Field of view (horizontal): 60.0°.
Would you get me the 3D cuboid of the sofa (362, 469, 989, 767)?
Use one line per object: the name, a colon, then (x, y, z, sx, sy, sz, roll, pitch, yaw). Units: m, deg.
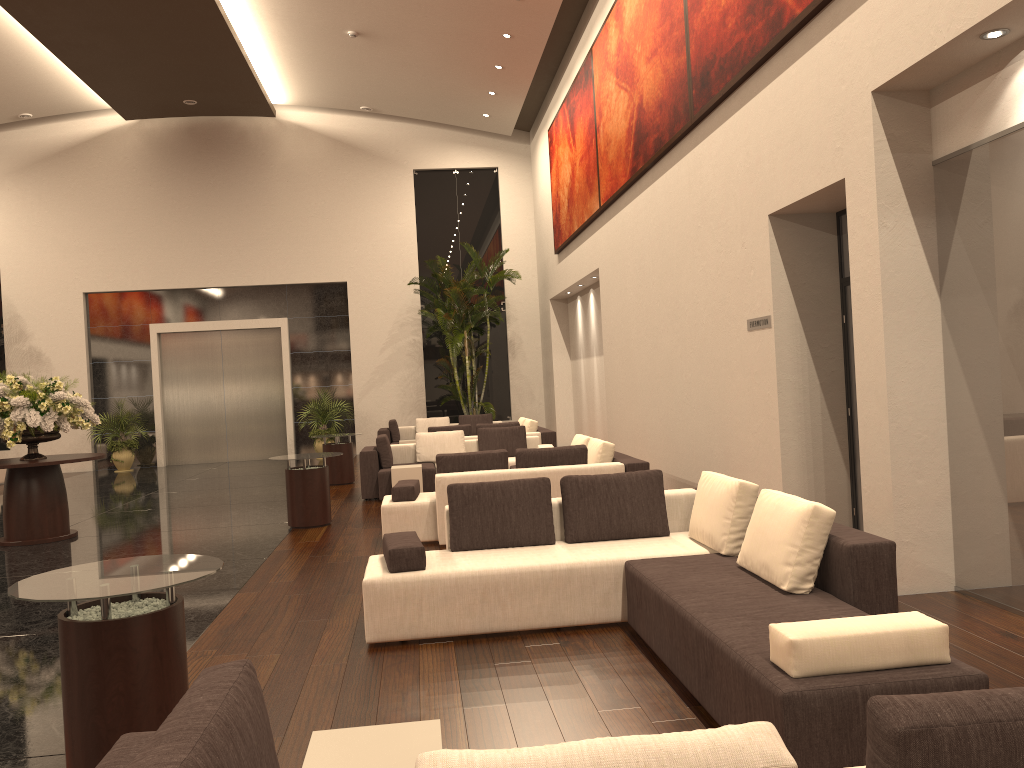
sofa: (0.469, 1.052, 4.668, 2.586, 0.862, 3.366, -3, 0, -6)

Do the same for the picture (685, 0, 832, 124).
picture: (2.048, -3.921, 6.816, 0.070, 2.526, 4.515, -3, 0, -6)

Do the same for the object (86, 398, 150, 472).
object: (-8.552, 1.078, 19.471, 1.297, 1.682, 1.373, -3, 0, 27)

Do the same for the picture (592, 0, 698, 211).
picture: (1.561, -3.912, 11.308, 0.070, 2.526, 4.515, -3, 0, -6)

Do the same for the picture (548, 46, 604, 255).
picture: (1.073, -3.903, 15.803, 0.070, 2.526, 4.515, -3, 0, -6)

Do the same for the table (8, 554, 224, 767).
table: (-1.634, 1.202, 3.750, 0.833, 0.795, 0.844, -3, 0, 33)

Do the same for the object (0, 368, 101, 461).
object: (-5.493, 0.316, 10.165, 1.402, 1.097, 1.453, -3, 0, 40)

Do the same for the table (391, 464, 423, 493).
table: (-1.392, 1.328, 11.819, 0.400, 0.460, 0.400, -3, 0, -6)

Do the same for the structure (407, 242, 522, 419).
structure: (-0.954, -0.805, 19.736, 2.436, 4.611, 2.531, -3, 0, -34)

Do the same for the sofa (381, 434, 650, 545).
sofa: (-0.126, 1.063, 9.985, 2.586, 0.862, 3.366, -3, 0, -6)

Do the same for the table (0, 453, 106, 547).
table: (-5.464, 1.324, 10.168, 1.498, 0.921, 1.498, -3, 0, -15)

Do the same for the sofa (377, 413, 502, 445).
sofa: (-1.308, 1.096, 18.196, 2.846, 0.862, 1.291, -3, 0, -6)

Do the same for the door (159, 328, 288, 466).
door: (-6.644, 0.283, 20.502, 2.767, 3.048, 0.040, -3, 0, -6)

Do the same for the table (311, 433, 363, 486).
table: (-2.817, 1.226, 14.399, 0.844, 0.795, 0.833, -3, 0, 45)

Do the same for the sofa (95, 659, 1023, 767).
sofa: (0.445, 1.063, 2.040, 2.846, 0.862, 1.291, -3, 0, -6)

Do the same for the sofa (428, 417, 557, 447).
sofa: (-0.738, 1.075, 15.624, 2.586, 0.862, 3.366, -3, 0, -6)

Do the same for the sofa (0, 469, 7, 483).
sofa: (-10.503, 1.606, 16.595, 1.291, 0.862, 2.846, -3, 0, -6)

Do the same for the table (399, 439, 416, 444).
table: (-2.004, 1.339, 17.459, 0.400, 0.460, 0.400, -3, 0, -6)

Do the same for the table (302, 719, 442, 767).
table: (-0.394, 1.309, 2.610, 0.400, 0.460, 0.400, -3, 0, -6)

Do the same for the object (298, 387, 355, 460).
object: (-4.246, 0.841, 19.885, 1.297, 1.682, 1.373, -3, 0, 32)

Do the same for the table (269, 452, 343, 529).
table: (-2.323, 1.215, 10.105, 0.844, 0.795, 0.833, -3, 0, 45)

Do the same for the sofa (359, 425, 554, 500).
sofa: (-0.696, 1.085, 12.557, 2.846, 0.862, 1.291, -3, 0, -6)
